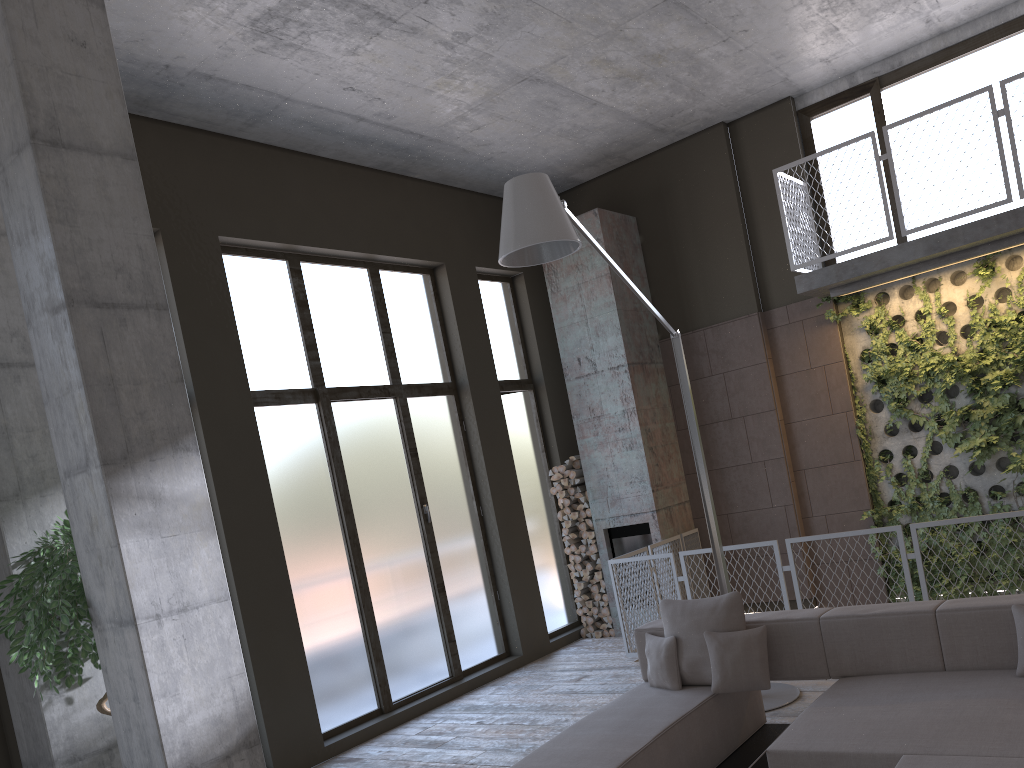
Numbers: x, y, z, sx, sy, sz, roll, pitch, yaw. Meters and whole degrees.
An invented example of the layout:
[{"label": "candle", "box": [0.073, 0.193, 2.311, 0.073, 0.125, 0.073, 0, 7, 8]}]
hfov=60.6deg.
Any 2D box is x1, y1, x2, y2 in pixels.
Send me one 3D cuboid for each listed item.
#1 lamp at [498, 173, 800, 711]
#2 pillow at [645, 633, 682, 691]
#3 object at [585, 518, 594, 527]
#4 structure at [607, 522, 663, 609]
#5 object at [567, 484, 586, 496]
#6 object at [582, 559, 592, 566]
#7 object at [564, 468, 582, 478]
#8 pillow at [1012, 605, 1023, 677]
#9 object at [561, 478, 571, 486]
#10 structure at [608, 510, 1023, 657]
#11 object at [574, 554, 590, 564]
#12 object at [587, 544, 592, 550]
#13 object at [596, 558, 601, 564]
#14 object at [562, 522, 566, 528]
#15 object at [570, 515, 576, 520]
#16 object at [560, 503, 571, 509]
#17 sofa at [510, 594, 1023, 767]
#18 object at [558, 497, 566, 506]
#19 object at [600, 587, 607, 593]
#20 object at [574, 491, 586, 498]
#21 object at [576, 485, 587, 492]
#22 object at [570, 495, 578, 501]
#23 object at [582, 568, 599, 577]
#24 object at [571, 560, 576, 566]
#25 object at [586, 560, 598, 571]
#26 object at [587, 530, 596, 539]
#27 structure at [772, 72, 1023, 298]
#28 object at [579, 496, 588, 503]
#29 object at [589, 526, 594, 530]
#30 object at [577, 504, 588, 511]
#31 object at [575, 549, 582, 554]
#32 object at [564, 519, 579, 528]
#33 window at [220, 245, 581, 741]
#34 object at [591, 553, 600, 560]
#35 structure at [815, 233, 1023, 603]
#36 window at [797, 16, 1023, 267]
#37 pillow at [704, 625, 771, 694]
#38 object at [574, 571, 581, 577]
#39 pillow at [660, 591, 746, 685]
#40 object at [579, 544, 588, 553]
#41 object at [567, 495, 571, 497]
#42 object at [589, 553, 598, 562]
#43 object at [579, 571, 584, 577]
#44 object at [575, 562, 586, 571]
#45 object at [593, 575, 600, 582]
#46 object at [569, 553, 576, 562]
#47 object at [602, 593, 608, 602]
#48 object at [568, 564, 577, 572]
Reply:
[{"label": "lamp", "box": [1.001, 0.614, 5.541, 0.764, 3.424, 2.602, -10, -1, 24]}, {"label": "pillow", "box": [0.951, 1.765, 5.541, 0.149, 0.376, 0.373, -12, -2, -20]}, {"label": "object", "box": [0.964, 1.548, 9.905, 0.090, 0.108, 0.361, -12, -5, 36]}, {"label": "structure", "box": [1.383, 1.981, 9.571, 0.584, 0.928, 0.055, -12, 1, 37]}, {"label": "object", "box": [0.792, 1.199, 9.991, 0.092, 0.089, 0.450, -13, -6, 35]}, {"label": "object", "box": [0.951, 2.040, 10.090, 0.103, 0.086, 0.359, -13, -6, 36]}, {"label": "object", "box": [0.722, 1.002, 9.948, 0.105, 0.084, 0.359, -14, -6, 36]}, {"label": "pillow", "box": [2.641, 1.249, 4.253, 0.376, 0.359, 0.184, -13, -1, 37]}, {"label": "object", "box": [0.730, 1.094, 10.002, 0.095, 0.083, 0.474, -13, -6, 36]}, {"label": "structure", "box": [3.286, 1.602, 7.691, 4.500, 0.933, 1.905, -16, -7, 37]}, {"label": "object", "box": [0.831, 1.973, 10.042, 0.100, 0.107, 0.290, -13, -5, 38]}, {"label": "object", "box": [0.990, 1.819, 9.994, 0.068, 0.071, 0.418, -13, -6, 36]}, {"label": "object", "box": [1.080, 1.960, 9.934, 0.067, 0.085, 0.420, -12, -5, 34]}, {"label": "object", "box": [0.716, 1.595, 10.090, 0.068, 0.067, 0.418, -13, -6, 36]}, {"label": "object", "box": [0.824, 1.481, 10.016, 0.116, 0.079, 0.430, -14, -7, 36]}, {"label": "object", "box": [0.628, 1.384, 10.036, 0.046, 0.072, 0.248, -11, -5, 36]}, {"label": "sofa", "box": [1.327, 1.701, 3.979, 3.046, 0.784, 2.978, -16, -7, 37]}, {"label": "object", "box": [0.655, 1.338, 10.111, 0.102, 0.102, 0.289, -13, -5, 38]}, {"label": "object", "box": [1.130, 2.296, 9.967, 0.072, 0.072, 0.418, -13, -6, 36]}, {"label": "object", "box": [0.855, 1.239, 9.955, 0.124, 0.067, 0.359, -15, -7, 38]}, {"label": "object", "box": [0.862, 1.172, 9.971, 0.068, 0.071, 0.418, -13, -6, 36]}, {"label": "object", "box": [0.781, 1.275, 10.021, 0.065, 0.074, 0.355, -12, -6, 35]}, {"label": "object", "box": [0.974, 2.117, 10.044, 0.095, 0.083, 0.474, -13, -6, 36]}, {"label": "object", "box": [0.756, 2.030, 10.059, 0.046, 0.072, 0.248, -11, -5, 36]}, {"label": "object", "box": [1.001, 2.039, 9.987, 0.092, 0.089, 0.450, -13, -6, 38]}, {"label": "object", "box": [1.021, 1.675, 9.928, 0.095, 0.083, 0.474, -13, -6, 36]}, {"label": "structure", "box": [4.029, -0.246, 6.702, 3.739, 4.316, 2.995, -12, -1, 37]}, {"label": "object", "box": [0.903, 1.296, 9.944, 0.067, 0.085, 0.420, -12, -5, 34]}, {"label": "object", "box": [0.998, 1.598, 9.974, 0.103, 0.086, 0.359, -13, -6, 36]}, {"label": "object", "box": [0.898, 1.384, 9.996, 0.116, 0.079, 0.430, -14, -7, 36]}, {"label": "object", "box": [0.839, 1.897, 10.060, 0.090, 0.056, 0.329, -14, -7, 36]}, {"label": "object", "box": [0.772, 1.569, 10.041, 0.095, 0.083, 0.474, -13, -6, 36]}, {"label": "window", "box": [-2.319, 0.928, 6.674, 0.212, 4.163, 9.105, -10, -3, 36]}, {"label": "object", "box": [1.031, 1.942, 9.967, 0.067, 0.085, 0.420, -12, -5, 34]}, {"label": "structure", "box": [4.353, 0.416, 7.966, 2.666, 3.822, 0.989, -12, 1, 37]}, {"label": "window", "box": [4.439, -2.271, 7.747, 3.624, 1.748, 0.108, -15, -1, 37]}, {"label": "pillow", "box": [1.332, 1.618, 5.142, 0.379, 0.372, 0.168, -12, 0, 11]}, {"label": "object", "box": [0.855, 2.161, 10.142, 0.068, 0.067, 0.418, -13, -6, 36]}, {"label": "pillow", "box": [1.174, 1.572, 5.380, 0.572, 0.557, 0.218, -13, -1, 39]}, {"label": "object", "box": [0.920, 1.845, 10.014, 0.092, 0.089, 0.450, -13, -6, 35]}, {"label": "object", "box": [0.711, 1.251, 10.037, 0.090, 0.056, 0.329, -14, -7, 36]}, {"label": "object", "box": [1.005, 1.969, 10.079, 0.105, 0.102, 0.289, -13, -5, 36]}, {"label": "object", "box": [0.918, 2.144, 10.093, 0.068, 0.067, 0.418, -13, -6, 36]}, {"label": "object", "box": [0.878, 2.074, 10.118, 0.094, 0.093, 0.432, -13, -6, 36]}, {"label": "object", "box": [1.081, 2.166, 9.997, 0.092, 0.089, 0.450, -13, -6, 36]}, {"label": "object", "box": [0.783, 1.984, 10.134, 0.102, 0.102, 0.289, -13, -5, 38]}, {"label": "object", "box": [1.176, 2.383, 9.961, 0.093, 0.092, 0.432, -13, -6, 36]}, {"label": "object", "box": [0.783, 2.101, 10.140, 0.090, 0.108, 0.361, -12, -5, 36]}]
